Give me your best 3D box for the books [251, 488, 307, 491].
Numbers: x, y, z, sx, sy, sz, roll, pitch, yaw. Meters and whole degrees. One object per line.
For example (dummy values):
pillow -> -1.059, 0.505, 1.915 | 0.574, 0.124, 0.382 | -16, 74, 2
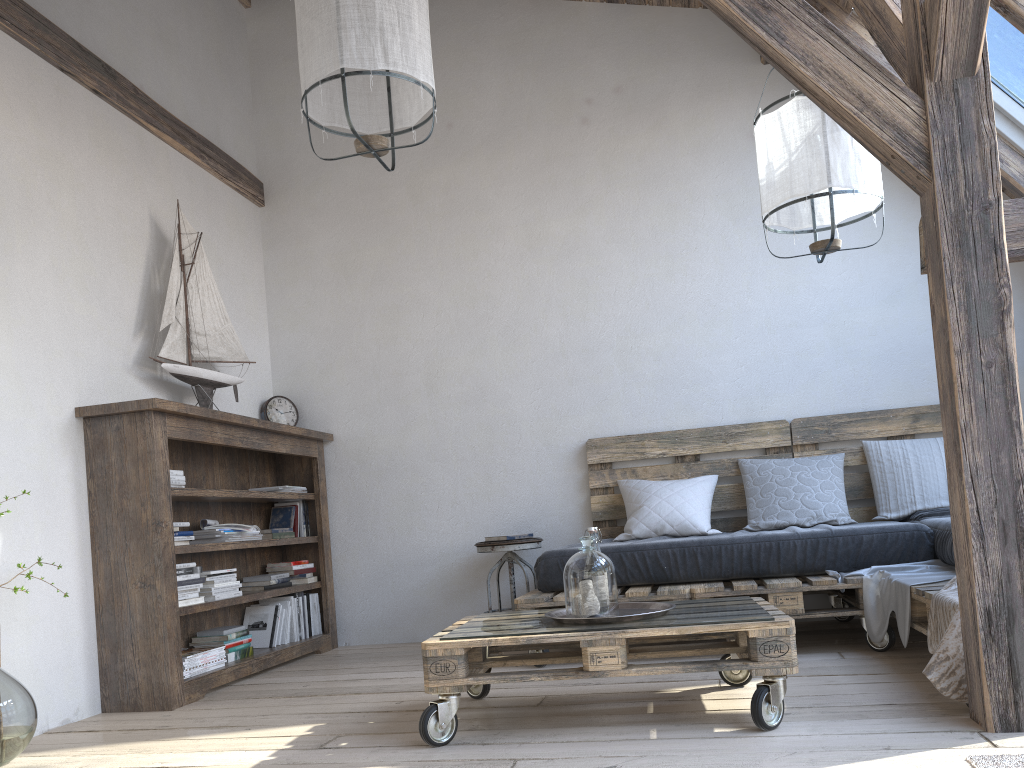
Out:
books -> -1.231, 0.556, 4.595 | 0.205, 0.009, 0.260 | -8, -10, 18

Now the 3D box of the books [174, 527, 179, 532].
books -> -1.432, 0.599, 3.597 | 0.132, 0.021, 0.202 | -1, -10, -22

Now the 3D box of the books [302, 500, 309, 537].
books -> -1.175, 0.737, 4.788 | 0.136, 0.199, 0.021 | -5, -2, 12

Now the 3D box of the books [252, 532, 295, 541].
books -> -1.236, 0.779, 4.492 | 0.162, 0.030, 0.220 | -7, -9, 14

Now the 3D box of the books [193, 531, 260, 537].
books -> -1.310, 0.682, 4.001 | 0.205, 0.009, 0.260 | -8, -10, 18

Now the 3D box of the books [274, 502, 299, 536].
books -> -1.204, 0.729, 4.698 | 0.139, 0.190, 0.050 | -5, -3, 11

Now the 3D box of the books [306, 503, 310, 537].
books -> -1.177, 0.749, 4.817 | 0.140, 0.184, 0.020 | -6, -2, 12

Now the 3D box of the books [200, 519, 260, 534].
books -> -1.289, 0.659, 4.041 | 0.221, 0.087, 0.264 | -3, -8, -8

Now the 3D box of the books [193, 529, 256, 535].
books -> -1.325, 0.674, 3.995 | 0.205, 0.009, 0.260 | -8, -10, 18

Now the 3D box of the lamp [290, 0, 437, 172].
lamp -> -0.462, -1.225, 2.661 | 0.399, 1.075, 0.411 | -2, -4, -37

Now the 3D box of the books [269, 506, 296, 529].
books -> -1.214, 0.731, 4.640 | 0.132, 0.171, 0.082 | -6, -3, 12

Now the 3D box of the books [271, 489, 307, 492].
books -> -1.215, 0.569, 4.627 | 0.205, 0.009, 0.261 | -5, -9, 3

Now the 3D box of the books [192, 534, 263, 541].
books -> -1.296, 0.702, 4.020 | 0.205, 0.009, 0.260 | -7, -9, 13

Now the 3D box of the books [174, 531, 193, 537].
books -> -1.434, 0.618, 3.591 | 0.147, 0.020, 0.209 | -9, -10, 27

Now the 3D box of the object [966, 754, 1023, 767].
object -> 1.718, 0.452, 0.157 | 2.193, 0.056, 3.216 | -6, -9, 12

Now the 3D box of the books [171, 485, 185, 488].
books -> -1.458, 0.425, 3.577 | 0.157, 0.017, 0.222 | -6, -9, 6

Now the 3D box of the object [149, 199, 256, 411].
object -> -1.414, -0.318, 4.043 | 0.141, 0.984, 0.794 | -5, -5, 16

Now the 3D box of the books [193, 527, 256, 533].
books -> -1.331, 0.665, 3.992 | 0.206, 0.009, 0.259 | -8, -10, 23

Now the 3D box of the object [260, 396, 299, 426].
object -> -1.277, 0.169, 4.844 | 0.204, 0.208, 0.083 | 0, -6, -42

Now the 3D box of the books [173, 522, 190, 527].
books -> -1.434, 0.581, 3.604 | 0.140, 0.018, 0.186 | -6, -9, 11

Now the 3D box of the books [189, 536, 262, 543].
books -> -1.300, 0.708, 4.006 | 0.205, 0.009, 0.260 | -7, -9, 16

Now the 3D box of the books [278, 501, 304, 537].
books -> -1.191, 0.732, 4.750 | 0.135, 0.200, 0.021 | -5, -2, 12

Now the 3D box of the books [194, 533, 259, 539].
books -> -1.317, 0.690, 3.991 | 0.206, 0.009, 0.259 | -9, -10, 28

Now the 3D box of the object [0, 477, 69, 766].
object -> -1.609, 0.605, 2.762 | 0.275, 1.112, 0.519 | -5, -3, -2

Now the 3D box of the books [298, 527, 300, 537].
books -> -1.199, 0.744, 4.730 | 0.117, 0.171, 0.018 | -5, -2, 12

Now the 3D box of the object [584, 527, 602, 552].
object -> 0.262, 0.581, 2.751 | 0.071, 0.266, 0.155 | -5, -4, 12

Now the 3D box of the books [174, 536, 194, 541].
books -> -1.430, 0.638, 3.597 | 0.157, 0.017, 0.221 | -6, -9, 11

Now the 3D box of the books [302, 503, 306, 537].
books -> -1.187, 0.742, 4.770 | 0.140, 0.184, 0.020 | -6, -2, 12

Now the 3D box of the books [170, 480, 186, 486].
books -> -1.441, 0.406, 3.573 | 0.140, 0.018, 0.186 | -6, -9, 11

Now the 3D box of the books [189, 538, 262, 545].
books -> -1.301, 0.716, 3.997 | 0.205, 0.009, 0.260 | -8, -10, 20

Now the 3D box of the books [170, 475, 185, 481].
books -> -1.461, 0.387, 3.576 | 0.158, 0.021, 0.221 | -6, -9, 11

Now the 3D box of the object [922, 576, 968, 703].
object -> 1.624, 0.586, 2.451 | 0.818, 0.469, 1.011 | -11, -10, 41

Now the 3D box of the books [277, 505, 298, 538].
books -> -1.204, 0.734, 4.672 | 0.140, 0.175, 0.059 | -5, -3, 10

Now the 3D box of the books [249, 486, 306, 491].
books -> -1.225, 0.549, 4.606 | 0.205, 0.009, 0.260 | -6, -9, 8

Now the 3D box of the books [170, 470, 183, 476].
books -> -1.469, 0.366, 3.578 | 0.158, 0.021, 0.221 | -6, -9, 11

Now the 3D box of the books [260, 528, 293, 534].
books -> -1.235, 0.752, 4.485 | 0.150, 0.021, 0.206 | -7, -9, 15

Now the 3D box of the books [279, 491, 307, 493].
books -> -1.217, 0.575, 4.612 | 0.205, 0.009, 0.261 | -6, -9, 6

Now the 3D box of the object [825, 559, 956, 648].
object -> 1.528, 0.805, 3.254 | 0.504, 0.274, 0.717 | -4, -8, -4

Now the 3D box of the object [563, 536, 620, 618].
object -> 0.229, 0.570, 2.589 | 0.155, 0.245, 0.157 | -3, -4, -20

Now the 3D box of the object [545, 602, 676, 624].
object -> 0.295, 0.690, 2.650 | 0.398, 0.021, 0.396 | -10, -11, 31

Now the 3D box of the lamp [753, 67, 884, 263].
lamp -> 1.038, -1.208, 3.109 | 0.406, 1.506, 0.403 | -3, -3, -37

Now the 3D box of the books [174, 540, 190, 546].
books -> -1.427, 0.657, 3.601 | 0.139, 0.020, 0.186 | -6, -9, 6
